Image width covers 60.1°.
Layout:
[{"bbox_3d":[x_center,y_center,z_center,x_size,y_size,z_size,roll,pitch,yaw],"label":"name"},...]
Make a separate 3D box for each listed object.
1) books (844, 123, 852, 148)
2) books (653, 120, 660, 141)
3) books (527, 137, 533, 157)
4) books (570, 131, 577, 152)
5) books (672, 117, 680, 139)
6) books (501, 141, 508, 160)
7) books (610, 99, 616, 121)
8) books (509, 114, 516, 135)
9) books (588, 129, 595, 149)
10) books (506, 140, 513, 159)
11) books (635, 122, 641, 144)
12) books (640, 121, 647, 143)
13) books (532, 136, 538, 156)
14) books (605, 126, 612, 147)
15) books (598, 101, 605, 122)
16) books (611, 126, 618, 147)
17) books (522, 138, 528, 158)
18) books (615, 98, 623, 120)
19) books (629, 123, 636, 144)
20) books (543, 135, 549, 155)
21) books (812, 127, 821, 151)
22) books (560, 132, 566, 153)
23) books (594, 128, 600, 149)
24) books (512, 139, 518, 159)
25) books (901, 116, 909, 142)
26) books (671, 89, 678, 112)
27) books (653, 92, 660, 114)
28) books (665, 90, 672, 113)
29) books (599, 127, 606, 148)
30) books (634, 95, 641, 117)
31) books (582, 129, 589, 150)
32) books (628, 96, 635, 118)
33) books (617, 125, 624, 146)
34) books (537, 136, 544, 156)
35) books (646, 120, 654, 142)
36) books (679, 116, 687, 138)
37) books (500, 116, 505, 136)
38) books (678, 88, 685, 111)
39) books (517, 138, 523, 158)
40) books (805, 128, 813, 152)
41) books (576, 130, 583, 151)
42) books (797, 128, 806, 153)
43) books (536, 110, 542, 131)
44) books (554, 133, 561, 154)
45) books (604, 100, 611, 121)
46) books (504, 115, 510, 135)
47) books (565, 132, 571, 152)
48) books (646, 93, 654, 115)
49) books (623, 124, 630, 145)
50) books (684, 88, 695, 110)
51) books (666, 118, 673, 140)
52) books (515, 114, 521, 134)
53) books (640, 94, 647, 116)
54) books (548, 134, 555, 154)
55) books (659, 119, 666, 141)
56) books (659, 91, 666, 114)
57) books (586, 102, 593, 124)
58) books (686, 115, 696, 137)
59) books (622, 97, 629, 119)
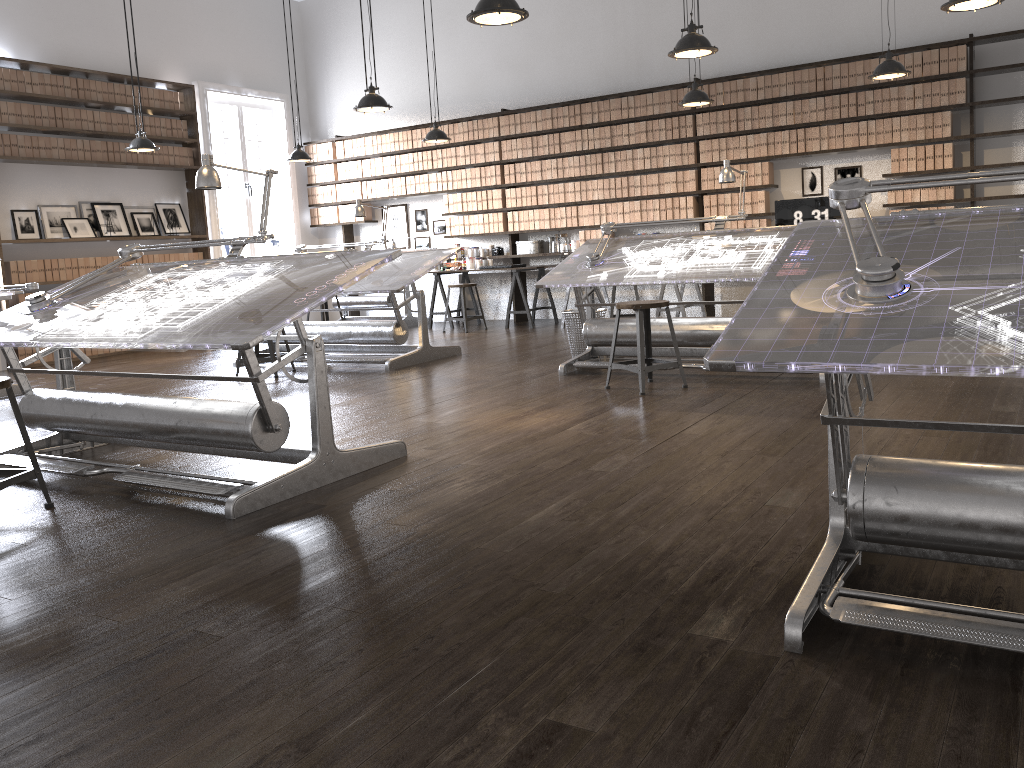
[{"bbox_3d":[3.172,-2.327,8.316,0.067,0.224,0.175,0,8,32],"label":"books"},{"bbox_3d":[1.545,-2.649,9.294,0.067,0.224,0.175,0,8,32],"label":"books"},{"bbox_3d":[0.244,-2.694,10.097,0.067,0.224,0.175,0,8,32],"label":"books"},{"bbox_3d":[0.717,-2.677,9.802,0.067,0.224,0.175,0,8,32],"label":"books"},{"bbox_3d":[1.727,-2.642,9.175,0.067,0.224,0.175,0,8,32],"label":"books"},{"bbox_3d":[-0.043,-2.705,10.284,0.067,0.224,0.175,0,8,32],"label":"books"},{"bbox_3d":[1.126,-2.937,9.514,0.067,0.224,0.175,0,8,32],"label":"books"},{"bbox_3d":[0.049,-2.974,10.180,0.067,0.224,0.175,0,8,32],"label":"books"},{"bbox_3d":[0.904,-2.671,9.687,0.067,0.224,0.175,0,8,32],"label":"books"},{"bbox_3d":[0.015,-2.703,10.246,0.067,0.224,0.175,0,8,32],"label":"books"},{"bbox_3d":[1.370,-2.655,9.401,0.067,0.224,0.175,0,8,32],"label":"books"},{"bbox_3d":[1.425,-2.652,9.362,0.067,0.224,0.175,0,8,32],"label":"books"},{"bbox_3d":[0.304,-2.693,10.067,0.067,0.224,0.175,0,8,32],"label":"books"},{"bbox_3d":[1.075,-2.665,9.580,0.067,0.224,0.175,0,8,32],"label":"books"},{"bbox_3d":[1.005,-2.942,9.593,0.067,0.224,0.175,0,8,32],"label":"books"},{"bbox_3d":[1.138,-2.664,9.549,0.067,0.224,0.175,0,8,32],"label":"books"},{"bbox_3d":[0.189,-2.697,10.137,0.067,0.224,0.175,0,8,32],"label":"books"},{"bbox_3d":[1.177,-2.934,9.477,0.067,0.224,0.175,0,8,32],"label":"books"},{"bbox_3d":[1.316,-2.657,9.433,0.067,0.224,0.175,0,8,32],"label":"books"},{"bbox_3d":[0.422,-2.688,9.988,0.067,0.224,0.175,0,8,32],"label":"books"},{"bbox_3d":[2.927,-2.335,8.463,0.067,0.224,0.175,0,8,32],"label":"books"},{"bbox_3d":[0.611,-2.682,9.876,0.067,0.224,0.175,0,8,32],"label":"books"},{"bbox_3d":[0.967,-2.669,9.651,0.067,0.224,0.175,0,8,32],"label":"books"},{"bbox_3d":[0.073,-2.700,10.205,0.067,0.224,0.175,0,8,32],"label":"books"},{"bbox_3d":[3.588,-2.312,8.055,0.067,0.224,0.175,0,8,32],"label":"books"},{"bbox_3d":[1.710,-2.917,9.152,0.067,0.224,0.175,0,8,32],"label":"books"},{"bbox_3d":[1.542,-2.922,9.254,0.067,0.224,0.175,0,8,32],"label":"books"},{"bbox_3d":[1.650,-2.918,9.183,0.067,0.224,0.175,0,8,32],"label":"books"},{"bbox_3d":[1.021,-2.668,9.619,0.067,0.224,0.175,0,8,32],"label":"books"},{"bbox_3d":[1.363,-2.929,9.369,0.067,0.224,0.175,0,8,32],"label":"books"},{"bbox_3d":[0.842,-2.673,9.728,0.067,0.224,0.175,0,8,32],"label":"books"},{"bbox_3d":[1.302,-2.931,9.403,0.067,0.224,0.175,0,8,32],"label":"books"},{"bbox_3d":[1.196,-2.661,9.510,0.067,0.224,0.175,0,8,32],"label":"books"},{"bbox_3d":[0.364,-2.691,10.029,0.067,0.224,0.175,0,8,32],"label":"books"},{"bbox_3d":[1.485,-2.652,9.331,0.067,0.224,0.175,0,8,32],"label":"books"},{"bbox_3d":[1.793,-2.641,9.140,0.067,0.224,0.175,0,8,32],"label":"books"},{"bbox_3d":[-0.064,-2.979,10.255,0.067,0.224,0.175,0,8,32],"label":"books"},{"bbox_3d":[1.771,-2.915,9.115,0.067,0.224,0.175,0,8,32],"label":"books"},{"bbox_3d":[0.135,-2.698,10.169,0.067,0.224,0.175,0,8,32],"label":"books"},{"bbox_3d":[2.875,-2.338,8.504,0.067,0.224,0.175,0,8,32],"label":"books"},{"bbox_3d":[0.779,-2.675,9.764,0.067,0.224,0.175,0,8,32],"label":"books"},{"bbox_3d":[2.809,-2.339,8.538,0.067,0.224,0.175,0,8,32],"label":"books"},{"bbox_3d":[0.352,-2.964,9.995,0.067,0.224,0.175,0,8,32],"label":"books"},{"bbox_3d":[0.546,-2.684,9.910,0.067,0.224,0.175,0,8,32],"label":"books"},{"bbox_3d":[1.063,-2.939,9.554,0.067,0.224,0.175,0,8,32],"label":"books"},{"bbox_3d":[-0.013,-2.976,10.218,0.067,0.224,0.175,0,8,32],"label":"books"},{"bbox_3d":[0.666,-2.680,9.839,0.067,0.224,0.175,0,8,32],"label":"books"},{"bbox_3d":[1.479,-2.924,9.291,0.067,0.224,0.175,0,8,32],"label":"books"},{"bbox_3d":[1.254,-2.659,9.470,0.067,0.224,0.175,0,8,32],"label":"books"},{"bbox_3d":[1.828,-2.912,9.074,0.067,0.224,0.175,0,8,32],"label":"books"},{"bbox_3d":[1.666,-2.645,9.219,0.067,0.224,0.175,0,8,32],"label":"books"},{"bbox_3d":[0.112,-2.972,10.144,0.067,0.224,0.175,0,8,32],"label":"books"},{"bbox_3d":[1.421,-2.927,9.331,0.067,0.224,0.175,0,8,32],"label":"books"},{"bbox_3d":[0.485,-2.687,9.955,0.067,0.224,0.175,0,8,32],"label":"books"},{"bbox_3d":[1.603,-2.647,9.253,0.067,0.224,0.175,0,8,32],"label":"books"},{"bbox_3d":[1.596,-2.921,9.222,0.067,0.224,0.175,0,8,32],"label":"books"},{"bbox_3d":[0.880,-2.945,9.662,0.067,0.224,0.175,0,8,32],"label":"books"},{"bbox_3d":[1.856,-2.638,9.098,0.067,0.224,0.175,0,8,32],"label":"books"},{"bbox_3d":[1.239,-2.932,9.439,0.067,0.224,0.175,0,8,32],"label":"books"}]
